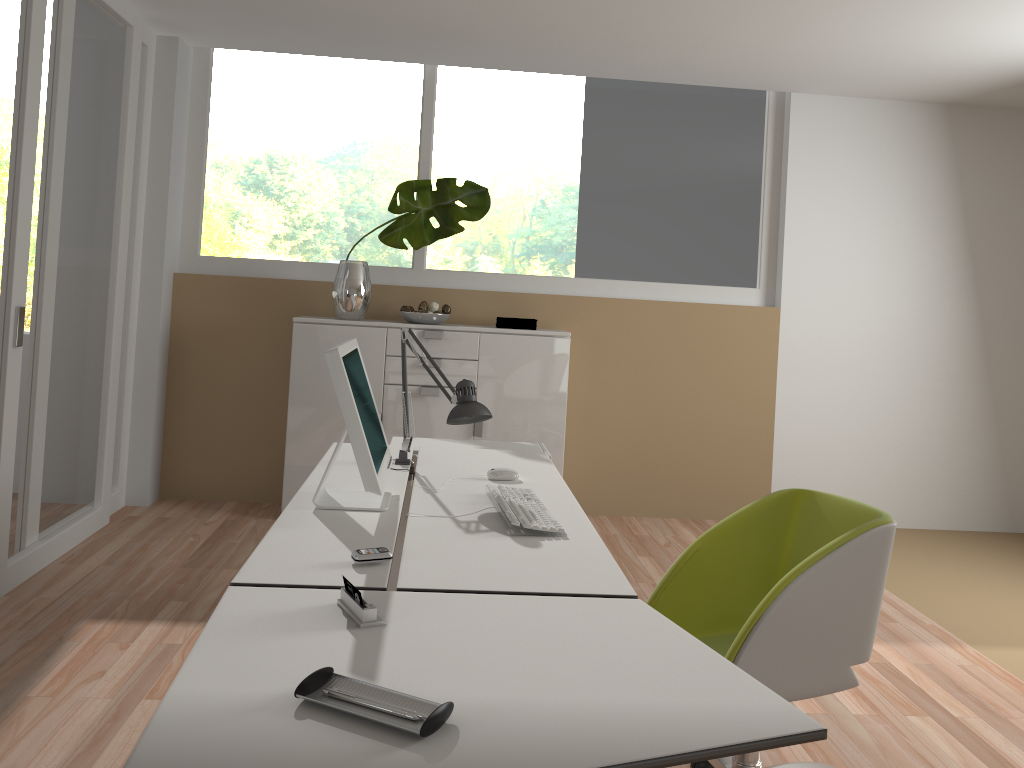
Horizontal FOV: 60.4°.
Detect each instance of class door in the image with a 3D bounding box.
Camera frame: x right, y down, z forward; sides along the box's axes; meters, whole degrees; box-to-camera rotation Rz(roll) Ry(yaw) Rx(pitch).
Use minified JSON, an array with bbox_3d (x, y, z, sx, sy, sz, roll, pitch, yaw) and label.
[{"bbox_3d":[-2.044,-0.587,4.314,0.045,2.652,1.187,3,0,-5],"label":"door"},{"bbox_3d":[-1.960,-0.546,3.954,0.060,2.652,1.187,3,0,-5],"label":"door"}]

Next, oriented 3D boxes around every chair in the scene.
[{"bbox_3d":[0.601,0.698,2.129,0.596,0.811,0.624,3,1,-30],"label":"chair"}]

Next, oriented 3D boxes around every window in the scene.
[{"bbox_3d":[-0.118,-1.458,5.369,3.631,1.803,0.045,3,-1,-4],"label":"window"},{"bbox_3d":[-5.111,-2.573,10.502,12.042,5.970,2.080,2,0,-21],"label":"window"}]

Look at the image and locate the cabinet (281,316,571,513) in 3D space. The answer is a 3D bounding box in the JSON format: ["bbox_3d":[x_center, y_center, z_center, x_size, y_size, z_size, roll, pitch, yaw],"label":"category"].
[{"bbox_3d":[-0.475,0.204,4.983,1.522,1.087,0.416,3,0,-4],"label":"cabinet"}]

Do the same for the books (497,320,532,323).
[{"bbox_3d":[0.025,-0.360,5.064,0.222,0.008,0.158,3,6,-5],"label":"books"}]

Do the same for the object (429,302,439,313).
[{"bbox_3d":[-0.442,-0.431,4.977,0.056,0.067,0.051,4,1,19],"label":"object"}]

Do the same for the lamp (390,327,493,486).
[{"bbox_3d":[-0.257,0.099,2.797,0.139,0.529,0.542,4,1,-40],"label":"lamp"}]

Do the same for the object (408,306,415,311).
[{"bbox_3d":[-0.590,-0.417,5.056,0.057,0.064,0.054,5,2,45],"label":"object"}]

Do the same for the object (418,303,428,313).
[{"bbox_3d":[-0.500,-0.425,4.953,0.053,0.064,0.055,3,2,-20],"label":"object"}]

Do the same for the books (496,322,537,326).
[{"bbox_3d":[0.025,-0.348,5.061,0.222,0.006,0.158,3,6,-5],"label":"books"}]

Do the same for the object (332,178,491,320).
[{"bbox_3d":[-0.571,-0.772,5.016,0.857,0.847,0.265,3,-1,-7],"label":"object"}]

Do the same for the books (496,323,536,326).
[{"bbox_3d":[0.025,-0.343,5.061,0.222,0.006,0.158,3,6,-5],"label":"books"}]

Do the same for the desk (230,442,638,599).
[{"bbox_3d":[-0.230,0.665,2.519,0.804,0.686,1.608,3,5,-5],"label":"desk"}]

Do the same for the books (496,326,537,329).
[{"bbox_3d":[0.023,-0.326,5.061,0.222,0.006,0.158,3,6,-5],"label":"books"}]

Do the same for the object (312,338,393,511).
[{"bbox_3d":[-0.419,0.104,2.407,0.197,0.431,0.468,3,2,-5],"label":"object"}]

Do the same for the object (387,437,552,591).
[{"bbox_3d":[-0.188,0.585,3.476,0.621,0.677,0.308,3,0,-4],"label":"object"}]

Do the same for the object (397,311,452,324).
[{"bbox_3d":[-0.498,-0.375,5.000,0.313,0.063,0.316,-1,7,-39],"label":"object"}]

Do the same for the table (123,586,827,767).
[{"bbox_3d":[-0.052,0.794,1.328,0.925,0.688,0.813,3,3,-7],"label":"table"}]

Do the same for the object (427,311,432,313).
[{"bbox_3d":[-0.462,-0.375,4.946,0.054,0.066,0.052,3,1,-14],"label":"object"}]

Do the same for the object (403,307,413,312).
[{"bbox_3d":[-0.588,-0.401,4.956,0.055,0.061,0.056,5,2,39],"label":"object"}]

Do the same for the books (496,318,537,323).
[{"bbox_3d":[0.025,-0.365,5.064,0.222,0.008,0.158,3,6,-5],"label":"books"}]

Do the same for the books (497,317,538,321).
[{"bbox_3d":[0.029,-0.375,5.062,0.222,0.006,0.158,3,6,-5],"label":"books"}]

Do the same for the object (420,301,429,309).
[{"bbox_3d":[-0.506,-0.444,5.063,0.053,0.071,0.052,3,1,2],"label":"object"}]

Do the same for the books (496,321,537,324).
[{"bbox_3d":[0.024,-0.354,5.060,0.222,0.006,0.158,3,6,-3],"label":"books"}]

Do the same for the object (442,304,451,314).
[{"bbox_3d":[-0.371,-0.418,4.982,0.053,0.068,0.053,3,1,4],"label":"object"}]

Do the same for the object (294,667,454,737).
[{"bbox_3d":[-0.191,0.437,1.217,0.216,0.030,0.089,6,6,25],"label":"object"}]

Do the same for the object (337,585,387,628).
[{"bbox_3d":[-0.268,0.384,1.579,0.049,0.055,0.131,2,4,-29],"label":"object"}]

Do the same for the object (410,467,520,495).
[{"bbox_3d":[-0.134,0.311,2.724,0.369,0.080,0.141,1,5,-26],"label":"object"}]

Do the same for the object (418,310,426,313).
[{"bbox_3d":[-0.501,-0.382,4.906,0.056,0.065,0.052,4,1,8],"label":"object"}]

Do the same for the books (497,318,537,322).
[{"bbox_3d":[0.028,-0.370,5.061,0.222,0.007,0.158,3,6,-5],"label":"books"}]

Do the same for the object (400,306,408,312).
[{"bbox_3d":[-0.608,-0.414,5.005,0.056,0.065,0.053,3,2,-25],"label":"object"}]

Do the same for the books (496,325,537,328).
[{"bbox_3d":[0.023,-0.331,5.061,0.222,0.006,0.158,3,6,-5],"label":"books"}]

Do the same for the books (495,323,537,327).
[{"bbox_3d":[0.022,-0.338,5.061,0.222,0.007,0.158,3,6,-6],"label":"books"}]

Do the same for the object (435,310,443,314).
[{"bbox_3d":[-0.412,-0.382,4.959,0.054,0.064,0.057,3,2,-27],"label":"object"}]

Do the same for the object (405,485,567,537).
[{"bbox_3d":[-0.093,0.350,2.360,0.387,0.080,0.458,2,6,-10],"label":"object"}]

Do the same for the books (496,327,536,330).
[{"bbox_3d":[0.022,-0.321,5.059,0.222,0.007,0.158,3,6,-5],"label":"books"}]

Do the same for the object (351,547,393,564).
[{"bbox_3d":[-0.298,0.365,1.873,0.084,0.021,0.047,1,5,-25],"label":"object"}]
